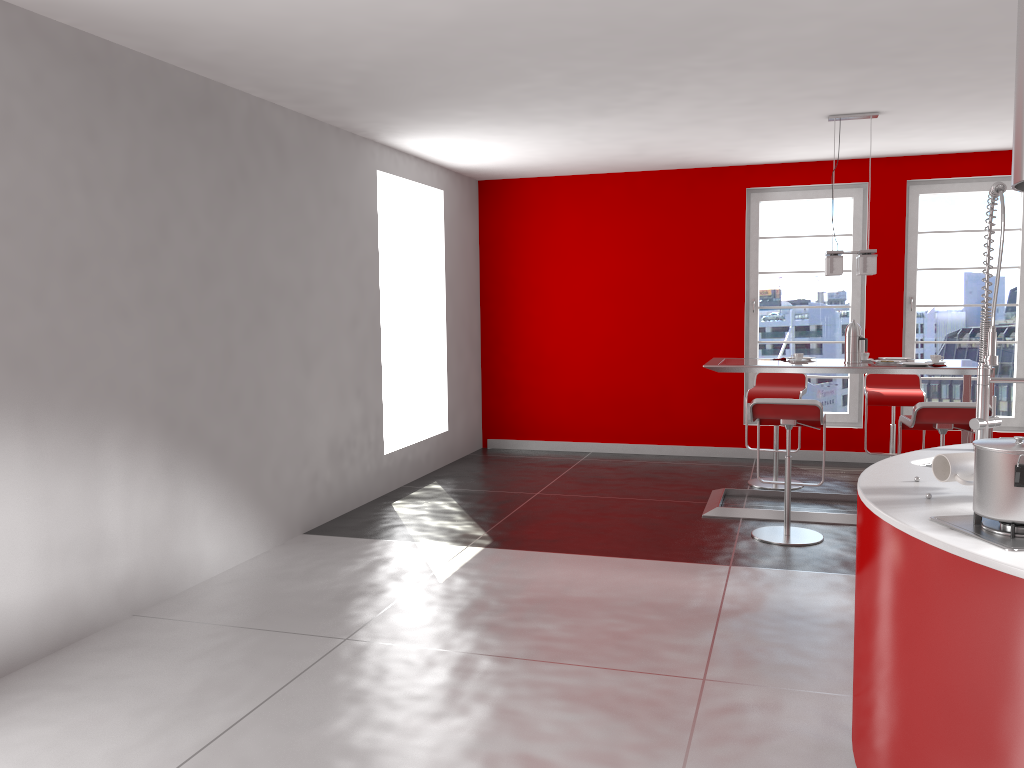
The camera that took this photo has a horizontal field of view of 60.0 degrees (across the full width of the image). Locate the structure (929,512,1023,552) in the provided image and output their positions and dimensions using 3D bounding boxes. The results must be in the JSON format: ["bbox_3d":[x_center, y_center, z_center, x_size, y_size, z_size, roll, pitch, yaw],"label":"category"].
[{"bbox_3d":[1.261,0.320,2.056,0.457,0.037,0.303,-1,5,-7],"label":"structure"}]

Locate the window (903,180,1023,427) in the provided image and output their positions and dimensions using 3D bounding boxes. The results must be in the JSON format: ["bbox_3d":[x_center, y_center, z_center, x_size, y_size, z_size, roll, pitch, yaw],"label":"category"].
[{"bbox_3d":[3.825,-0.661,7.464,0.938,2.038,0.117,1,5,17],"label":"window"}]

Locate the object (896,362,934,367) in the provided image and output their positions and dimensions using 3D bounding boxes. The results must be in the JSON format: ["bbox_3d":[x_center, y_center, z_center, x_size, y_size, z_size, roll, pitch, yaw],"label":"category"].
[{"bbox_3d":[2.503,-0.121,5.509,0.217,0.015,0.217,-5,6,-36],"label":"object"}]

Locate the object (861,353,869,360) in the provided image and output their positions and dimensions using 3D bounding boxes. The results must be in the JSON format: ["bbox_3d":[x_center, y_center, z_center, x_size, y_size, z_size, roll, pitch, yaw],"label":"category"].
[{"bbox_3d":[2.367,-0.185,5.974,0.062,0.049,0.078,-4,6,-32],"label":"object"}]

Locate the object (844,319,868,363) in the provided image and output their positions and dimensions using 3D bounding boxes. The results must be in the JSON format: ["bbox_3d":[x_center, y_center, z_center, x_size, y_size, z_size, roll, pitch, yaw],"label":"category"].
[{"bbox_3d":[2.259,-0.283,5.823,0.149,0.287,0.113,2,6,25],"label":"object"}]

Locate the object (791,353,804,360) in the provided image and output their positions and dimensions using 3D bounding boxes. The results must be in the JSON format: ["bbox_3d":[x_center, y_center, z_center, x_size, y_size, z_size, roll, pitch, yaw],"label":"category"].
[{"bbox_3d":[1.933,-0.181,6.001,0.078,0.049,0.062,4,7,40],"label":"object"}]

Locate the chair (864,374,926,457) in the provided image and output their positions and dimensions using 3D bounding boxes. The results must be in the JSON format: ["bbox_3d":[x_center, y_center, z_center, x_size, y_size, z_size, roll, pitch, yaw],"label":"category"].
[{"bbox_3d":[2.834,0.357,6.600,0.418,0.857,0.460,1,6,20],"label":"chair"}]

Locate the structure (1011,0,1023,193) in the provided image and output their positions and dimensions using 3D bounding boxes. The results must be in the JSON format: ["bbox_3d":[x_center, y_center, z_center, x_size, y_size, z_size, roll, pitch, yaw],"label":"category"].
[{"bbox_3d":[1.336,-0.878,1.685,0.644,0.958,0.644,-2,5,-16],"label":"structure"}]

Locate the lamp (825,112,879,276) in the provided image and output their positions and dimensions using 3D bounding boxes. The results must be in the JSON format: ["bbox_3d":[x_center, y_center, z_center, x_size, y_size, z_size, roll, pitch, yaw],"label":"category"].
[{"bbox_3d":[2.210,-1.226,5.774,0.304,1.025,0.304,1,5,17],"label":"lamp"}]

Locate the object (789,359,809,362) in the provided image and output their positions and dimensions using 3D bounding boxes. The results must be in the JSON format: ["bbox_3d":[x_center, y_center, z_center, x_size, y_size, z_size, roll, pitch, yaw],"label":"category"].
[{"bbox_3d":[1.939,-0.157,5.998,0.119,0.016,0.119,-1,5,-2],"label":"object"}]

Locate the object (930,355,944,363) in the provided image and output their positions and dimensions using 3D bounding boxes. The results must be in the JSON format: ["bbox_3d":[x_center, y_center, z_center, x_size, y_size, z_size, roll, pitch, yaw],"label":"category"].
[{"bbox_3d":[2.701,-0.158,5.639,0.078,0.049,0.062,1,5,17],"label":"object"}]

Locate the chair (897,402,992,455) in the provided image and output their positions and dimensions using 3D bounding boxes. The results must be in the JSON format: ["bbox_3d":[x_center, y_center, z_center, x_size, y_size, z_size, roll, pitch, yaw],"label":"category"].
[{"bbox_3d":[2.438,0.506,5.023,0.418,0.857,0.460,0,5,13],"label":"chair"}]

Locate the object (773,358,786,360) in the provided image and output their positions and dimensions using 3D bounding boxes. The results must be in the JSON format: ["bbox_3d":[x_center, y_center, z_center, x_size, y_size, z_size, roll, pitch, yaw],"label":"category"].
[{"bbox_3d":[1.880,-0.178,6.243,0.095,0.012,0.234,1,5,16],"label":"object"}]

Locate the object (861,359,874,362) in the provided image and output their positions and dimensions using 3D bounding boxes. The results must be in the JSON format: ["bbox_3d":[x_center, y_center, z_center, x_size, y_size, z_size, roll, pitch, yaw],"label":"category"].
[{"bbox_3d":[2.371,-0.160,5.970,0.119,0.016,0.119,1,5,15],"label":"object"}]

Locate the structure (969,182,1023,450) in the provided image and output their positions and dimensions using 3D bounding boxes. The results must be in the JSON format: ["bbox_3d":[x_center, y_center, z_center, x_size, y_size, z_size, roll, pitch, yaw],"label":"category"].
[{"bbox_3d":[1.678,-0.218,3.035,0.308,0.920,0.178,-4,6,-29],"label":"structure"}]

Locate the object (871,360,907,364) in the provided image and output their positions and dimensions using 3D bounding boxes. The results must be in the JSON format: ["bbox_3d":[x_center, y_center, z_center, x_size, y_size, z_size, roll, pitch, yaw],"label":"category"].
[{"bbox_3d":[2.447,-0.143,5.764,0.217,0.015,0.217,-4,6,-35],"label":"object"}]

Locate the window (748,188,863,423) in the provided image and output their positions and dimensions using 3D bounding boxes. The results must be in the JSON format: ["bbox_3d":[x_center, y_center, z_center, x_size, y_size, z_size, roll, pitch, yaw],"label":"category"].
[{"bbox_3d":[2.585,-0.680,7.854,0.938,2.038,0.117,1,5,17],"label":"window"}]

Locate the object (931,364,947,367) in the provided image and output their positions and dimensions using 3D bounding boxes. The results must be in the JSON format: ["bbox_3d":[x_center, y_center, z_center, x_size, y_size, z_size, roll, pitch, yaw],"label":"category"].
[{"bbox_3d":[2.632,-0.116,5.461,0.095,0.012,0.234,1,5,18],"label":"object"}]

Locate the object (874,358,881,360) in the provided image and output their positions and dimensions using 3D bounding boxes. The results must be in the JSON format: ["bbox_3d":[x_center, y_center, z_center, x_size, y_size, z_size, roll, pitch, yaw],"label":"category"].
[{"bbox_3d":[2.470,-0.169,6.064,0.095,0.012,0.234,1,5,16],"label":"object"}]

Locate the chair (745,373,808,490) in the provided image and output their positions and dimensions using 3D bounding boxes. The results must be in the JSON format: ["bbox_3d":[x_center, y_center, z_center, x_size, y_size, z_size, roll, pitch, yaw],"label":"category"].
[{"bbox_3d":[2.039,0.347,6.829,0.418,0.857,0.460,2,6,25],"label":"chair"}]

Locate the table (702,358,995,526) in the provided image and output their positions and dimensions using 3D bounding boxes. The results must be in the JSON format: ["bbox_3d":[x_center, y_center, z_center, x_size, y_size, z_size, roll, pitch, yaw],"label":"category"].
[{"bbox_3d":[2.179,0.354,5.936,1.700,1.000,0.800,1,5,17],"label":"table"}]

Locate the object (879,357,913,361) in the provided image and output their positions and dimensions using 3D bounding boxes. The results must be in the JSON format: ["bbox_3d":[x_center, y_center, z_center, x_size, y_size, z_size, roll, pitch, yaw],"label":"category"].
[{"bbox_3d":[2.601,-0.168,6.020,0.217,0.015,0.217,-1,5,-7],"label":"object"}]

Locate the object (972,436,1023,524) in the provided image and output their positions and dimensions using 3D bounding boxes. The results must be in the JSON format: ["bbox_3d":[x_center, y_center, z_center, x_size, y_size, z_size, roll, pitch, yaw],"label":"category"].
[{"bbox_3d":[1.161,0.212,2.036,0.189,0.185,0.218,-3,6,-20],"label":"object"}]

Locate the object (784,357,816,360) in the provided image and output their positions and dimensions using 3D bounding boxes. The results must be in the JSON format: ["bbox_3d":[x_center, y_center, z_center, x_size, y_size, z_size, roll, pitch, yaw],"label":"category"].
[{"bbox_3d":[2.011,-0.177,6.198,0.217,0.015,0.217,4,7,41],"label":"object"}]

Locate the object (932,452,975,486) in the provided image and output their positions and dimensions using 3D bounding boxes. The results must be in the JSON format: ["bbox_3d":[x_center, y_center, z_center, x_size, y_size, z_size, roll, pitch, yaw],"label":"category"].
[{"bbox_3d":[1.262,0.237,2.498,0.100,0.080,0.109,-2,5,-12],"label":"object"}]

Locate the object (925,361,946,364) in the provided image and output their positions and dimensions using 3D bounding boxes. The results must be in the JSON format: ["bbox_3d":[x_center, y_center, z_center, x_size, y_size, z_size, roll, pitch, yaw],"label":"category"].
[{"bbox_3d":[2.694,-0.135,5.643,0.119,0.016,0.119,3,7,37],"label":"object"}]

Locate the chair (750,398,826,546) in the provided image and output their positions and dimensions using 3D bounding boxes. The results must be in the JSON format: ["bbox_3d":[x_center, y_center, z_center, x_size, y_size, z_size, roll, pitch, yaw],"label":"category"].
[{"bbox_3d":[1.642,0.493,5.279,0.418,0.857,0.460,1,6,22],"label":"chair"}]

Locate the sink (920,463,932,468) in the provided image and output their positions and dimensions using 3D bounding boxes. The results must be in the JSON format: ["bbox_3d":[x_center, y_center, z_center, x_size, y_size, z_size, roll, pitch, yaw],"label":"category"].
[{"bbox_3d":[1.529,0.370,2.842,0.326,0.172,0.428,-4,6,-33],"label":"sink"}]

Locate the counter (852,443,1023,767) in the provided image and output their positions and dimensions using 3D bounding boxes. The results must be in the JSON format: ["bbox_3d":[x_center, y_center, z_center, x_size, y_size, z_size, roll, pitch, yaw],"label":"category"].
[{"bbox_3d":[2.161,0.721,2.578,2.865,0.880,1.868,-5,7,-38],"label":"counter"}]
